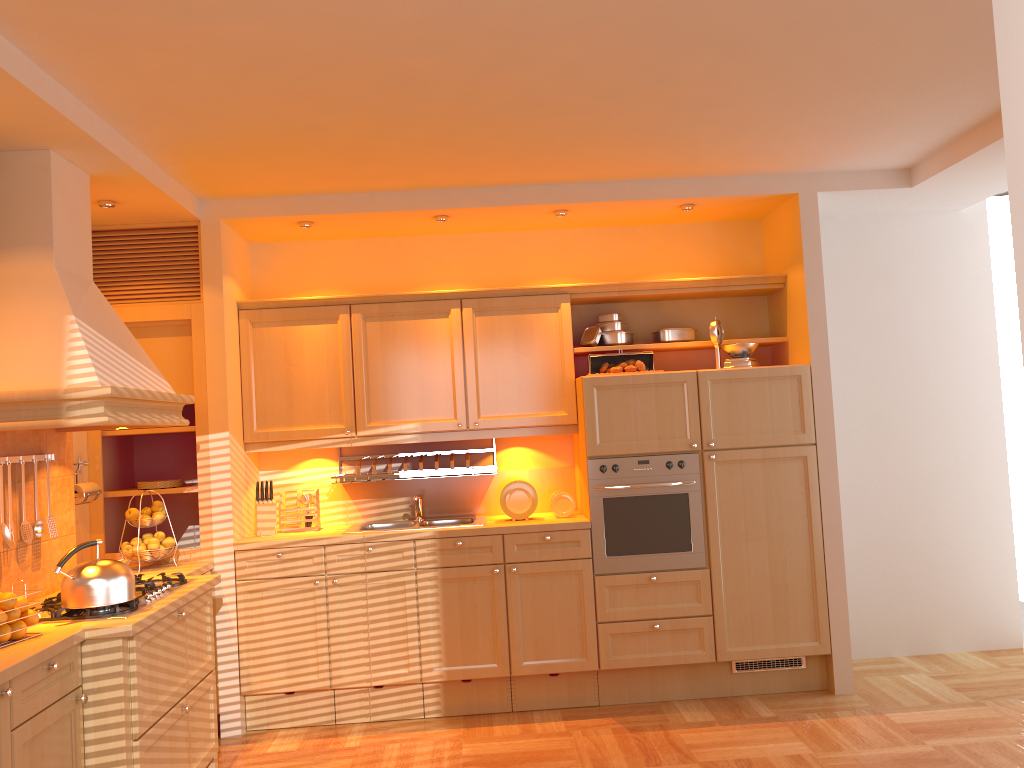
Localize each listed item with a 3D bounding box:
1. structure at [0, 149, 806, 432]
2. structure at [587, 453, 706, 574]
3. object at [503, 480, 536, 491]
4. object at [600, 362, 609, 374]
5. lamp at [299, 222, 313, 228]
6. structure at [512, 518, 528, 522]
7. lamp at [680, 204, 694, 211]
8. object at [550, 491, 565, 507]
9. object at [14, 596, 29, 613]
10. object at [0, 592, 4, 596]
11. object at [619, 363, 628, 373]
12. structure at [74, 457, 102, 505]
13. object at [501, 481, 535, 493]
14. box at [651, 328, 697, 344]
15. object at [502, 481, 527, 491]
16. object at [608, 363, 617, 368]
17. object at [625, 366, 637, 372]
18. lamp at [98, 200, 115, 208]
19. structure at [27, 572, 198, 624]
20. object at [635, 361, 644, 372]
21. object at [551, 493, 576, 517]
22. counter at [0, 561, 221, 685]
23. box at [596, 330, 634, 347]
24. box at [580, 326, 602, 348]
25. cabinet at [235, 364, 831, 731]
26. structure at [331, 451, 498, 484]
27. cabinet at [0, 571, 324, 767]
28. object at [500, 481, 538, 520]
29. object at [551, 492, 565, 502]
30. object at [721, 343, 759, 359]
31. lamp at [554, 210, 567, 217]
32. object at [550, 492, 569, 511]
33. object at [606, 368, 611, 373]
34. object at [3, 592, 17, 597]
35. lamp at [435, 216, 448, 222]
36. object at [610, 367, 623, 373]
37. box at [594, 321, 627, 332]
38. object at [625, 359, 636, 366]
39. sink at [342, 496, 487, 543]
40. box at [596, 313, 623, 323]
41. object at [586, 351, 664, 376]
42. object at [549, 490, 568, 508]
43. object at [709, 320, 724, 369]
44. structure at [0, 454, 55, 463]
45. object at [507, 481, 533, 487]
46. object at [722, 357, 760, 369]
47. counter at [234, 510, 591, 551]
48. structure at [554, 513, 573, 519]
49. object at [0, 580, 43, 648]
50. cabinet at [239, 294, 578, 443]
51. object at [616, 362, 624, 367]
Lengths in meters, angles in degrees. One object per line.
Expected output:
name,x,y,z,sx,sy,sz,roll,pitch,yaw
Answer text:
structure,-0.285,-0.347,4.249,4.091,1.148,1.061,-2,-3,-29
structure,0.691,0.662,4.527,0.576,0.583,0.066,-3,-3,-3
object,0.038,0.629,4.864,0.205,0.200,0.049,-3,-3,-1
object,0.498,-0.083,4.780,0.055,0.064,0.069,-3,-3,2
lamp,-1.095,-0.844,4.707,0.070,0.021,0.070,-1,-4,-42
structure,0.046,0.727,4.798,0.084,0.010,0.219,-3,-3,0
lamp,0.949,-0.955,4.804,0.070,0.021,0.070,-1,-4,-42
object,0.274,0.654,4.869,0.133,0.129,0.037,-3,-3,-2
object,-1.573,0.705,2.832,0.053,0.052,0.061,-2,-3,-29
object,-1.624,0.679,2.787,0.063,0.053,0.051,-1,-4,-41
object,0.595,-0.087,4.755,0.065,0.056,0.056,-2,-3,-18
structure,-2.040,0.454,4.182,0.126,0.220,0.320,-3,-3,-3
object,0.037,0.625,4.780,0.205,0.200,0.049,-3,-3,-1
box,0.928,-0.267,5.058,0.242,0.090,0.169,-2,-3,-21
object,0.037,0.627,4.808,0.205,0.200,0.049,-3,-3,-1
object,0.546,-0.083,4.824,0.069,0.061,0.037,-2,-3,-19
object,0.630,-0.081,4.707,0.065,0.036,0.062,-4,-3,10
lamp,-1.871,-0.829,4.096,0.070,0.021,0.070,-2,-3,-19
structure,-1.588,0.816,3.429,0.494,0.051,0.797,-3,-3,-3
object,0.685,-0.094,4.725,0.066,0.064,0.045,-1,-4,-41
object,0.276,0.649,4.759,0.133,0.129,0.037,-3,-3,-2
counter,-1.655,0.855,3.299,0.770,0.038,2.250,-3,-3,-3
box,0.565,-0.247,5.048,0.242,0.090,0.169,-5,-3,34
box,0.443,-0.263,4.966,0.098,0.129,0.117,-5,-3,34
cabinet,0.095,0.837,4.790,3.000,1.700,0.625,-3,-3,-3
structure,-0.534,0.460,4.945,0.900,0.126,0.300,-3,-3,-3
cabinet,-1.458,1.298,3.585,1.141,0.840,2.850,-3,-3,-3
object,0.037,0.624,4.752,0.205,0.200,0.049,-3,-3,-1
object,0.276,0.650,4.787,0.133,0.129,0.037,-3,-3,-2
object,1.225,-0.172,4.751,0.199,0.075,0.199,-1,-3,-34
lamp,0.263,-0.917,4.772,0.070,0.021,0.070,-1,-4,-42
object,0.275,0.653,4.842,0.133,0.129,0.037,-3,-3,-2
object,0.537,-0.072,4.772,0.067,0.035,0.068,-5,-4,38
object,-1.626,0.698,2.857,0.063,0.053,0.051,-2,-3,-30
lamp,-0.377,-0.883,4.744,0.070,0.021,0.070,-5,-3,37
object,0.554,-0.075,4.708,0.066,0.034,0.069,-4,-3,16
box,0.561,-0.315,5.051,0.177,0.066,0.124,-5,-3,34
object,0.643,-0.114,4.775,0.061,0.047,0.063,-1,-4,-45
sink,-0.510,0.769,4.778,0.746,0.336,0.465,-3,-3,-3
box,0.558,-0.370,5.054,0.140,0.052,0.098,-5,-3,34
object,0.589,-0.105,4.783,0.400,0.123,0.280,-3,-3,-2
object,0.273,0.657,4.924,0.133,0.129,0.037,-3,-3,0
object,1.118,-0.213,4.817,0.039,0.271,0.134,-5,-3,32
structure,-1.895,0.291,3.439,0.009,0.024,0.506,-3,-3,-3
object,0.038,0.628,4.836,0.205,0.200,0.049,-3,-3,-1
object,1.228,-0.108,4.748,0.156,0.053,0.179,-5,-3,32
counter,-0.509,0.782,4.780,1.800,0.038,0.600,-3,-3,-3
structure,0.278,0.716,4.840,0.084,0.010,0.219,-3,-3,-1
object,-1.629,0.723,2.793,0.189,0.174,0.207,-4,-3,12
cabinet,-0.564,-0.082,4.956,1.792,0.712,0.332,-3,-3,-3
object,0.596,-0.088,4.805,0.066,0.063,0.061,-3,-3,4
